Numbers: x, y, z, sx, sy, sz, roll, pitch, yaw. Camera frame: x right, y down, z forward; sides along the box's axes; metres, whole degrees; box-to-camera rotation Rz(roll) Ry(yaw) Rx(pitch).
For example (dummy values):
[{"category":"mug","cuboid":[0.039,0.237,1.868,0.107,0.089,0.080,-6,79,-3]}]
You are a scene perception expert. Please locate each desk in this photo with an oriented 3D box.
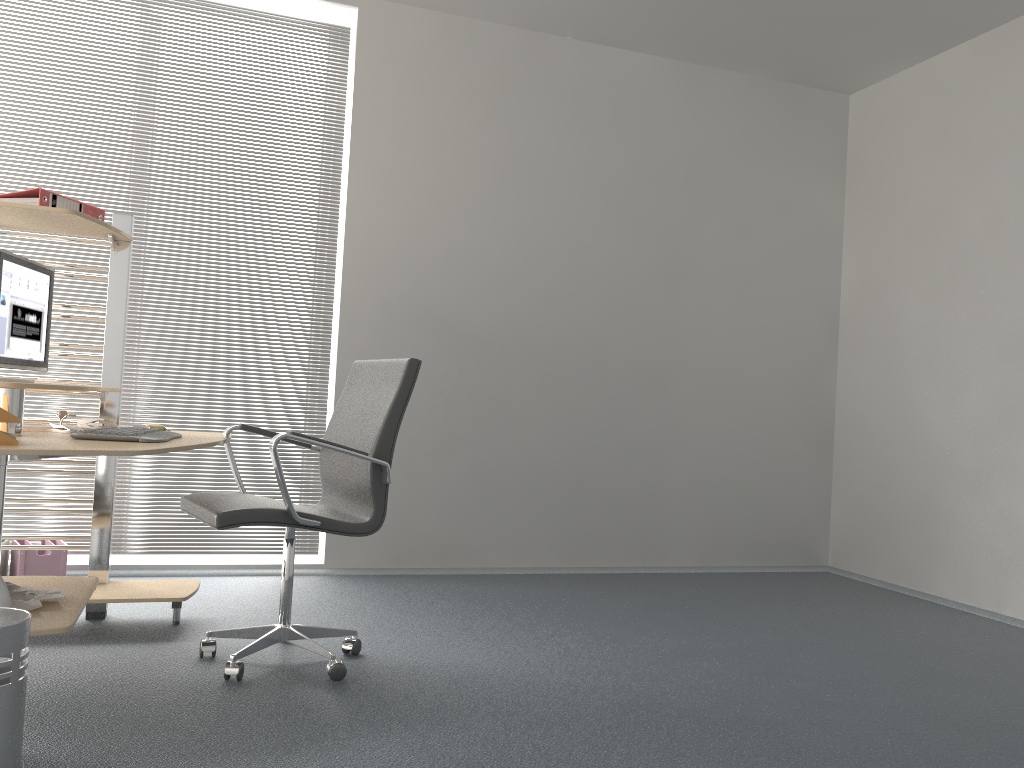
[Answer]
[{"category":"desk","cuboid":[-1.362,0.114,2.776,0.967,1.566,1.469,4,-2,-19]}]

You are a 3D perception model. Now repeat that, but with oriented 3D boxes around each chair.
[{"category":"chair","cuboid":[-0.736,0.415,3.018,0.652,1.048,0.584,4,-2,-33]}]

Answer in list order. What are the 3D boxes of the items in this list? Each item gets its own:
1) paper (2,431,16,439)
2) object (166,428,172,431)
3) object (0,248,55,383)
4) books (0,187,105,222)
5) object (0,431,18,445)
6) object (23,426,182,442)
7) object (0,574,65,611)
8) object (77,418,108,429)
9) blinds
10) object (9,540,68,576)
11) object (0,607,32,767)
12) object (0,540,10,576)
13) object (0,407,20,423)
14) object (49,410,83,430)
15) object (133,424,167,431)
[{"category":"paper","cuboid":[-1.430,0.126,2.219,0.297,0.019,0.210,5,-2,-40]},{"category":"object","cuboid":[-1.408,0.174,3.447,0.158,0.011,0.011,4,-2,-22]},{"category":"object","cuboid":[-1.712,-0.219,2.961,0.245,0.418,0.516,3,-2,3]},{"category":"books","cuboid":[-1.670,-0.623,3.154,0.262,0.072,0.320,3,-2,13]},{"category":"object","cuboid":[-1.430,0.114,2.218,0.309,0.060,0.225,5,-2,-40]},{"category":"object","cuboid":[-1.493,0.168,2.785,0.814,0.082,0.478,4,-2,-11]},{"category":"object","cuboid":[-1.421,0.520,2.428,0.351,0.162,0.438,4,-2,-35]},{"category":"object","cuboid":[-1.556,0.146,3.290,0.134,0.042,0.022,2,-2,23]},{"category":"blinds","cuboid":[-1.846,-0.563,4.306,1.950,2.770,0.022,4,-2,-19]},{"category":"object","cuboid":[-2.090,0.797,3.912,0.185,0.202,0.245,4,-2,-37]},{"category":"object","cuboid":[-1.189,0.703,1.953,0.208,0.377,0.208,2,-2,25]},{"category":"object","cuboid":[-2.294,0.783,3.813,0.185,0.202,0.245,4,-2,-19]},{"category":"object","cuboid":[-1.427,0.058,2.220,0.309,0.060,0.225,5,-2,-40]},{"category":"object","cuboid":[-1.603,0.130,3.196,0.159,0.064,0.054,2,-2,38]},{"category":"object","cuboid":[-1.378,0.166,3.370,0.132,0.026,0.132,4,-2,-19]}]
